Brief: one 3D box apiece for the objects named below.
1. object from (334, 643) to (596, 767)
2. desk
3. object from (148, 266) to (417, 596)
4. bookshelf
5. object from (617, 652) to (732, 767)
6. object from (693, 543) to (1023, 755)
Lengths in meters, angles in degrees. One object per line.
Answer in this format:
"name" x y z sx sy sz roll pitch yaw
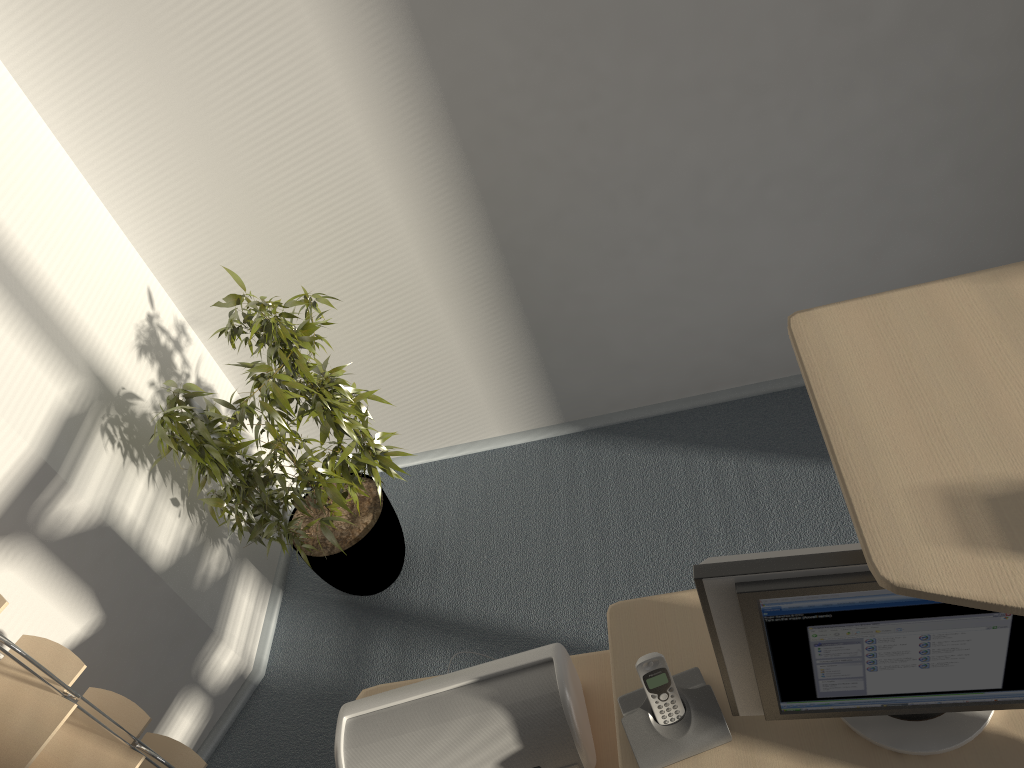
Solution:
"object" -0.078 0.672 1.527 0.438 0.162 0.351 -18 41 6
"desk" 0.369 0.763 1.279 1.469 1.566 0.967 -12 42 12
"object" -0.602 0.226 2.618 0.544 1.147 0.644 10 50 32
"bookshelf" -1.126 0.892 1.808 0.381 1.572 0.724 9 50 31
"object" 0.234 0.484 1.355 0.150 0.151 0.119 -22 41 1
"object" 0.549 0.298 1.209 0.516 0.418 0.245 -2 45 23
